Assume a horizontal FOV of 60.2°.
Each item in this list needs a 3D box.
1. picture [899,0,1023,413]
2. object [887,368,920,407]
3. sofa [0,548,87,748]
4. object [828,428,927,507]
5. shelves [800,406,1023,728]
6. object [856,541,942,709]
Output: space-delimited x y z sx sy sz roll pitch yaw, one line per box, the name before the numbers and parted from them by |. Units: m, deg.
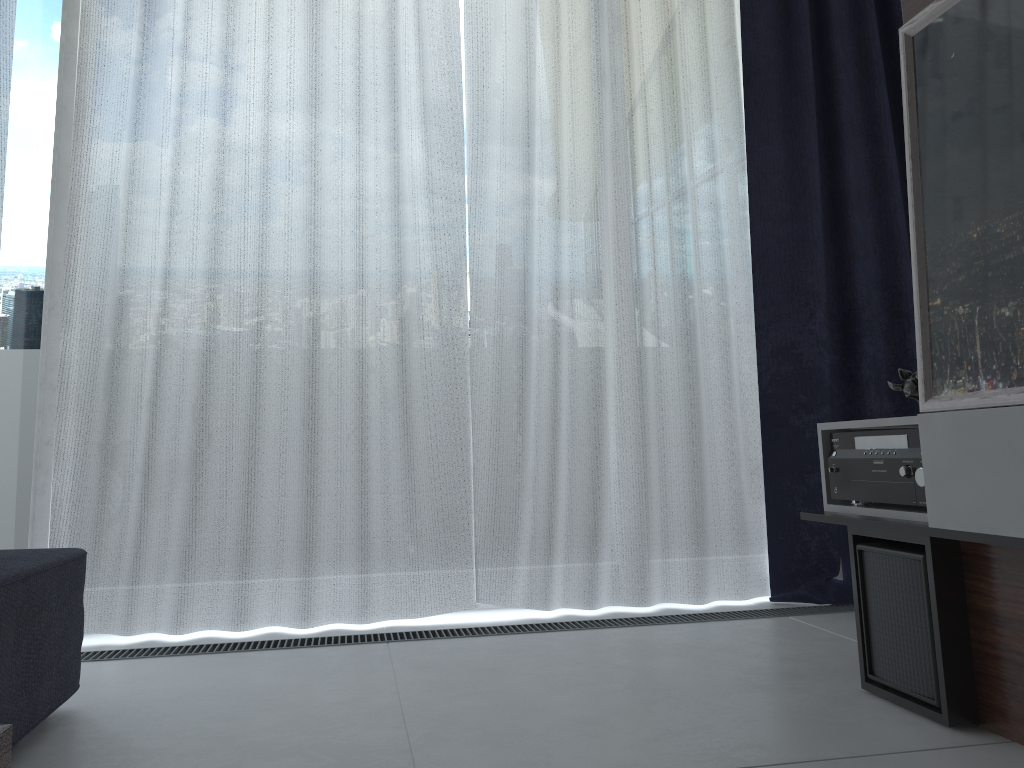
picture | 0.753 -0.322 1.319 0.053 0.710 0.494 0 -8 -11
object | 0.973 -0.001 1.894 0.309 0.152 0.136 -6 -8 36
sofa | -1.537 0.223 0.377 1.899 0.616 2.840 -1 -5 -11
object | 0.878 0.164 1.740 0.368 0.152 0.365 -1 -5 -11
shelves | 1.258 0.235 0.817 0.873 0.505 2.323 0 -5 -11
object | 0.801 0.419 1.587 0.254 0.254 0.210 0 -8 -11
